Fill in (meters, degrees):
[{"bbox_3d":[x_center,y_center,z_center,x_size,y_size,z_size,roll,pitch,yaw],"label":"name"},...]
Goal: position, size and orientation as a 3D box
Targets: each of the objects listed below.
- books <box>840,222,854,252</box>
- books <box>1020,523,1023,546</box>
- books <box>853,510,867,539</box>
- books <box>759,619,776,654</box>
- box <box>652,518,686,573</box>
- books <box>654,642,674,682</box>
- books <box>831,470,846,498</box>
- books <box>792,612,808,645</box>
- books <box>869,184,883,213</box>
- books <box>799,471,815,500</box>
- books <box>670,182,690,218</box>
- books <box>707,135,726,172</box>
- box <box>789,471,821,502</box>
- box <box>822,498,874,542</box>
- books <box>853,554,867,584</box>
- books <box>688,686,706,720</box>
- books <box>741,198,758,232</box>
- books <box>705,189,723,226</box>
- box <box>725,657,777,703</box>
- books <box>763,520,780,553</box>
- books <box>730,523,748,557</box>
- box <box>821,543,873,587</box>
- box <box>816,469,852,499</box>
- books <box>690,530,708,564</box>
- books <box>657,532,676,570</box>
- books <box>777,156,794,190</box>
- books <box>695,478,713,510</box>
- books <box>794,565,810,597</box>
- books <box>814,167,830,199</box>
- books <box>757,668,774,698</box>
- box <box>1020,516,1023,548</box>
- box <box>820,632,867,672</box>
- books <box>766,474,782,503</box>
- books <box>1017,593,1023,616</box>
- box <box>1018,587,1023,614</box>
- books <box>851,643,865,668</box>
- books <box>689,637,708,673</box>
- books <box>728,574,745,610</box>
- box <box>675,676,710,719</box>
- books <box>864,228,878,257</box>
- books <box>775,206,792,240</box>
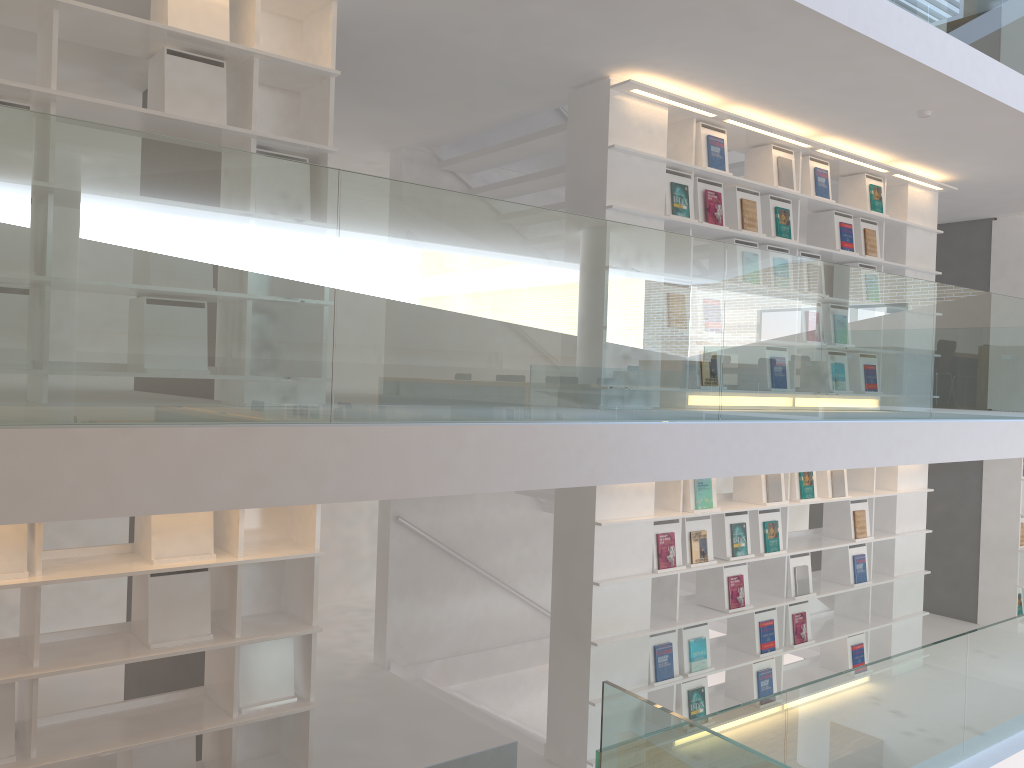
[{"bbox_3d":[2.382,-1.040,6.309,0.145,0.210,0.037,2,0,-38],"label":"books"},{"bbox_3d":[4.794,1.418,8.361,0.145,0.210,0.037,2,0,-38],"label":"books"},{"bbox_3d":[2.558,1.036,6.516,0.145,0.210,0.037,2,0,-38],"label":"books"},{"bbox_3d":[1.685,1.668,5.853,0.145,0.210,0.037,2,0,-38],"label":"books"},{"bbox_3d":[0.862,0.947,5.316,0.245,0.296,0.274,2,0,-38],"label":"box"},{"bbox_3d":[0.897,1.643,5.231,0.145,0.210,0.037,2,0,-38],"label":"books"},{"bbox_3d":[2.327,0.719,6.320,0.145,0.210,0.037,2,0,-38],"label":"books"},{"bbox_3d":[1.975,1.677,6.080,0.145,0.210,0.037,2,0,-38],"label":"books"},{"bbox_3d":[2.684,-1.359,6.531,0.145,0.210,0.037,2,0,-38],"label":"books"},{"bbox_3d":[2.022,0.690,6.080,0.145,0.210,0.037,2,0,-38],"label":"books"},{"bbox_3d":[0.990,-1.074,5.219,0.145,0.210,0.037,2,0,-38],"label":"books"},{"bbox_3d":[1.246,-1.402,5.403,0.145,0.210,0.037,2,0,-38],"label":"books"},{"bbox_3d":[1.965,0.651,6.170,0.245,0.296,0.274,2,0,-38],"label":"box"},{"bbox_3d":[2.510,0.995,6.608,0.245,0.296,0.274,2,0,-38],"label":"box"},{"bbox_3d":[2.562,1.364,6.526,0.145,0.210,0.037,2,0,-38],"label":"books"},{"bbox_3d":[1.134,1.972,5.433,0.145,0.210,0.037,2,0,-38],"label":"books"},{"bbox_3d":[1.504,-1.062,5.620,0.145,0.210,0.037,2,0,-38],"label":"books"},{"bbox_3d":[1.231,-1.071,5.406,0.145,0.210,0.037,2,0,-38],"label":"books"},{"bbox_3d":[1.618,1.956,5.942,0.245,0.296,0.274,2,0,-38],"label":"box"},{"bbox_3d":[1.713,1.011,5.849,0.145,0.210,0.037,2,0,-38],"label":"books"},{"bbox_3d":[1.446,0.993,5.645,0.145,0.210,0.037,2,0,-38],"label":"books"},{"bbox_3d":[2.500,1.324,6.612,0.245,0.296,0.274,2,0,-38],"label":"box"},{"bbox_3d":[-0.492,2.325,4.293,7.125,3.764,0.498,2,0,-38],"label":"box"},{"bbox_3d":[1.144,1.006,5.419,0.145,0.210,0.037,2,0,-38],"label":"books"},{"bbox_3d":[0.909,0.984,5.223,0.145,0.210,0.037,2,0,-38],"label":"books"},{"bbox_3d":[1.802,-1.384,5.839,0.145,0.210,0.037,2,0,-38],"label":"books"},{"bbox_3d":[1.170,0.666,5.413,0.145,0.210,0.037,2,0,-38],"label":"books"},{"bbox_3d":[1.989,1.356,6.077,0.145,0.210,0.037,2,0,-38],"label":"books"},{"bbox_3d":[2.133,-1.376,6.099,0.145,0.210,0.037,2,0,-38],"label":"books"},{"bbox_3d":[1.672,1.993,5.850,0.145,0.210,0.037,2,0,-38],"label":"books"},{"bbox_3d":[4.741,1.387,8.449,0.245,0.296,0.274,2,0,-38],"label":"box"},{"bbox_3d":[2.497,1.981,6.631,0.245,0.296,0.274,2,0,-38],"label":"box"},{"bbox_3d":[1.730,0.681,5.852,0.145,0.210,0.037,2,0,-38],"label":"books"},{"bbox_3d":[4.771,2.089,8.361,0.145,0.210,0.037,2,0,-38],"label":"books"},{"bbox_3d":[4.717,2.045,8.452,0.245,0.296,0.274,2,0,-38],"label":"box"},{"bbox_3d":[2.558,2.029,6.549,0.145,0.210,0.037,2,0,-38],"label":"books"},{"bbox_3d":[1.139,1.662,5.421,0.145,0.210,0.037,2,0,-38],"label":"books"},{"bbox_3d":[1.427,1.326,5.640,0.145,0.210,0.037,2,0,-38],"label":"books"},{"bbox_3d":[1.069,1.940,5.511,0.245,0.296,0.274,2,0,-38],"label":"box"},{"bbox_3d":[2.631,-1.030,6.504,0.145,0.210,0.037,2,0,-38],"label":"books"},{"bbox_3d":[1.786,-1.054,5.837,0.145,0.210,0.037,2,0,-38],"label":"books"}]
